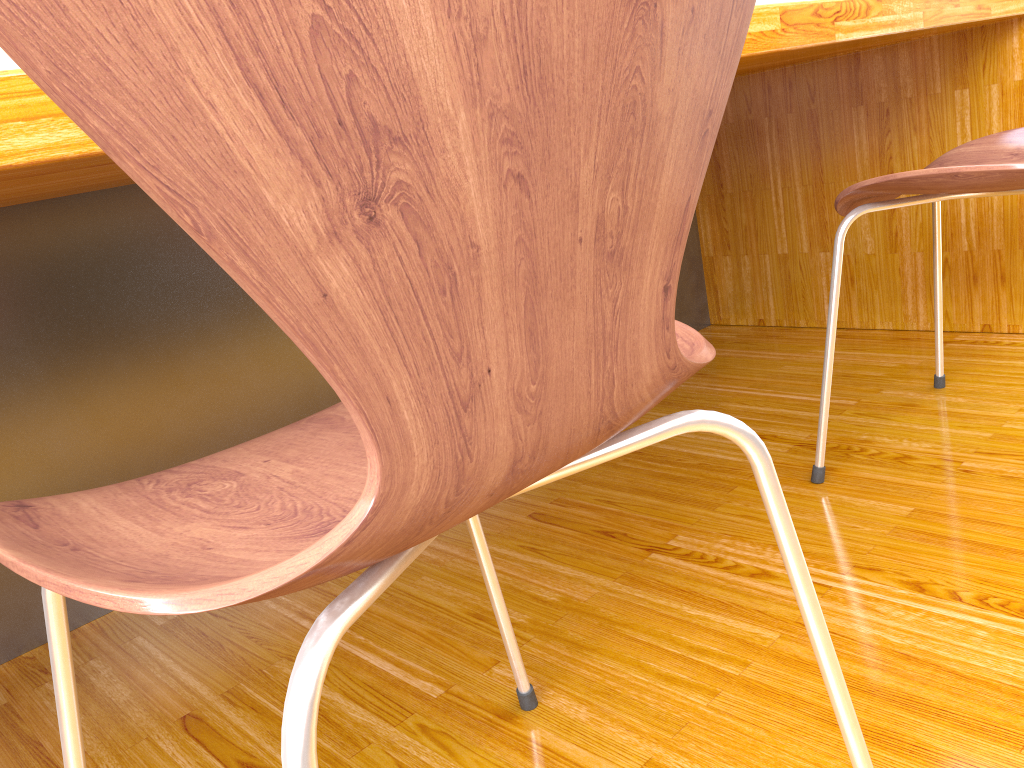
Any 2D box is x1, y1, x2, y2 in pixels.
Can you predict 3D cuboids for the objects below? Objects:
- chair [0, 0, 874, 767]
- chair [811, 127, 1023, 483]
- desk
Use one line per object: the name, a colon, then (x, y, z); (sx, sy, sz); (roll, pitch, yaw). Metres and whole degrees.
chair: (-0.069, 0.061, 0.505); (0.428, 0.693, 0.381); (-24, 20, -39)
chair: (0.622, -0.245, 1.115); (0.428, 0.693, 0.381); (-24, 20, -39)
desk: (-0.576, 0.265, 1.071); (3.216, 1.022, 1.248); (-24, 20, -39)
